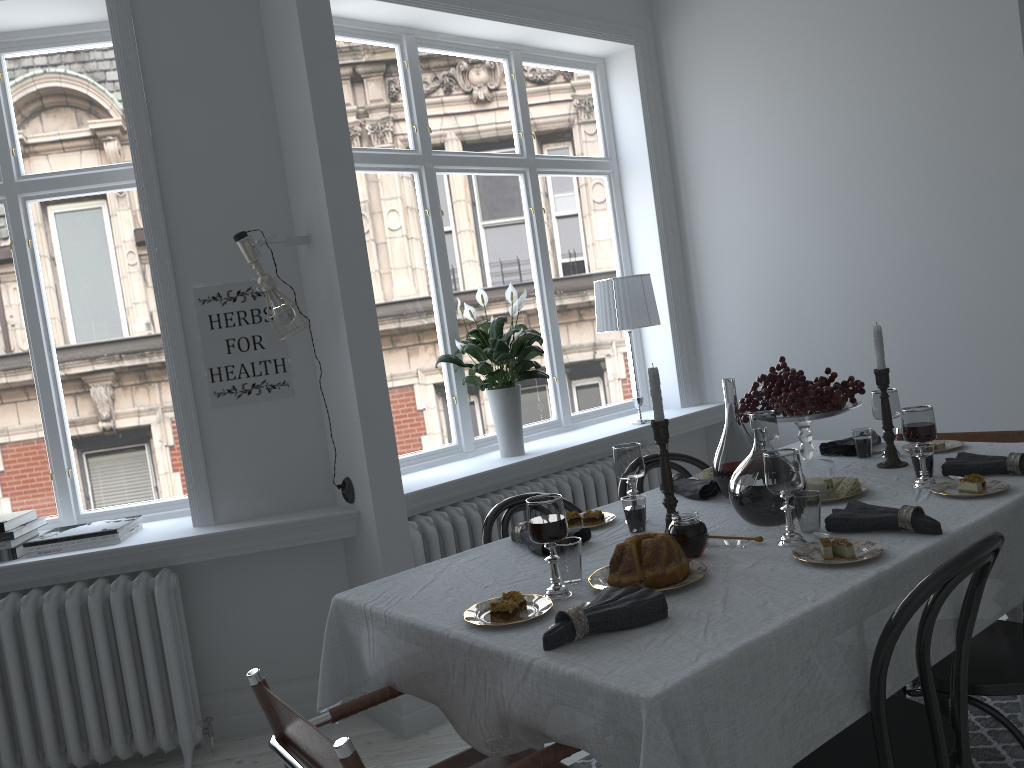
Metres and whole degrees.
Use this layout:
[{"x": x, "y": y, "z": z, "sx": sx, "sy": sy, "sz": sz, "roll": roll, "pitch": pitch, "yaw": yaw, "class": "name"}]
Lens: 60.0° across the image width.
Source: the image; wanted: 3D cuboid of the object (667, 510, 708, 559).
[{"x": 0.405, "y": 0.347, "z": 2.042, "sx": 0.091, "sy": 0.101, "sz": 0.091, "roll": -5, "pitch": 5, "yaw": 40, "class": "object"}]

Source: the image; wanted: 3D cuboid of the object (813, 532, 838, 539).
[{"x": 0.739, "y": 0.347, "z": 2.002, "sx": 0.031, "sy": 0.012, "sz": 0.131, "roll": -11, "pitch": 4, "yaw": -37, "class": "object"}]

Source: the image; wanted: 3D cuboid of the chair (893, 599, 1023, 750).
[{"x": 1.221, "y": 0.664, "z": 2.210, "sx": 0.564, "sy": 0.909, "sz": 0.463, "roll": -5, "pitch": 5, "yaw": 43, "class": "chair"}]

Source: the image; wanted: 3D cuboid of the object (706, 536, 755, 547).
[{"x": 0.494, "y": 0.376, "z": 2.112, "sx": 0.150, "sy": 0.009, "sz": 0.075, "roll": -6, "pitch": 4, "yaw": 30, "class": "object"}]

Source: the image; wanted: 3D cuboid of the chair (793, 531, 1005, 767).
[{"x": 0.764, "y": 0.749, "z": 1.879, "sx": 0.463, "sy": 0.909, "sz": 0.564, "roll": -11, "pitch": 5, "yaw": -41, "class": "chair"}]

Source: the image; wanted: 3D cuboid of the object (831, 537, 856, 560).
[{"x": 0.700, "y": 0.347, "z": 1.877, "sx": 0.021, "sy": 0.037, "sz": 0.057, "roll": -9, "pitch": 4, "yaw": -15, "class": "object"}]

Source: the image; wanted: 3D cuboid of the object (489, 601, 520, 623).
[{"x": -0.016, "y": 0.453, "z": 1.779, "sx": 0.057, "sy": 0.041, "sz": 0.038, "roll": -6, "pitch": 4, "yaw": 29, "class": "object"}]

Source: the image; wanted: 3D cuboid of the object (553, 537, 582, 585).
[{"x": 0.128, "y": 0.394, "z": 1.972, "sx": 0.066, "sy": 0.094, "sz": 0.066, "roll": -9, "pitch": 4, "yaw": -16, "class": "object"}]

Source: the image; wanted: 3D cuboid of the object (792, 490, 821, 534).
[{"x": 0.702, "y": 0.304, "z": 2.101, "sx": 0.066, "sy": 0.094, "sz": 0.066, "roll": -9, "pitch": 4, "yaw": -16, "class": "object"}]

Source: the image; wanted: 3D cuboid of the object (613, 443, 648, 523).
[{"x": 0.331, "y": 0.276, "z": 2.454, "sx": 0.083, "sy": 0.215, "sz": 0.083, "roll": -8, "pitch": 4, "yaw": 0, "class": "object"}]

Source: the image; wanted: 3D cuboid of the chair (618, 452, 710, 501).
[{"x": 0.679, "y": 0.696, "z": 2.932, "sx": 0.463, "sy": 0.909, "sz": 0.564, "roll": -10, "pitch": 4, "yaw": -26, "class": "chair"}]

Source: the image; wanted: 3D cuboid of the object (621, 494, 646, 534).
[{"x": 0.325, "y": 0.344, "z": 2.332, "sx": 0.066, "sy": 0.094, "sz": 0.066, "roll": -9, "pitch": 4, "yaw": -16, "class": "object"}]

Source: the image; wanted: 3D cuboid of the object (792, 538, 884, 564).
[{"x": 0.692, "y": 0.360, "z": 1.888, "sx": 0.182, "sy": 0.013, "sz": 0.182, "roll": -7, "pitch": 4, "yaw": 10, "class": "object"}]

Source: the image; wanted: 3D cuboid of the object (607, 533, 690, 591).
[{"x": 0.292, "y": 0.374, "z": 1.892, "sx": 0.164, "sy": 0.105, "sz": 0.191, "roll": -7, "pitch": 4, "yaw": 14, "class": "object"}]

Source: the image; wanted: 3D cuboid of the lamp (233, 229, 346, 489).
[{"x": -0.780, "y": -0.070, "z": 3.208, "sx": 0.312, "sy": 0.977, "sz": 0.131, "roll": -10, "pitch": 4, "yaw": -30, "class": "lamp"}]

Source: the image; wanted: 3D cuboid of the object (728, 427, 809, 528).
[{"x": 0.637, "y": 0.231, "z": 2.224, "sx": 0.194, "sy": 0.245, "sz": 0.194, "roll": -10, "pitch": 4, "yaw": -22, "class": "object"}]

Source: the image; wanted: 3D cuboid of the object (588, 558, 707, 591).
[{"x": 0.291, "y": 0.415, "z": 1.903, "sx": 0.251, "sy": 0.018, "sz": 0.251, "roll": -8, "pitch": 4, "yaw": -5, "class": "object"}]

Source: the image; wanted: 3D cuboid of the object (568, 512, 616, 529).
[{"x": 0.202, "y": 0.391, "z": 2.511, "sx": 0.182, "sy": 0.013, "sz": 0.182, "roll": -8, "pitch": 4, "yaw": -5, "class": "object"}]

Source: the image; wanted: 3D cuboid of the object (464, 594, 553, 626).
[{"x": -0.007, "y": 0.465, "z": 1.808, "sx": 0.182, "sy": 0.013, "sz": 0.182, "roll": -8, "pitch": 4, "yaw": -5, "class": "object"}]

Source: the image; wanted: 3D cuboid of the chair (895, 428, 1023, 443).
[{"x": 1.526, "y": 0.604, "z": 3.057, "sx": 0.546, "sy": 0.837, "sz": 0.593, "roll": -5, "pitch": 5, "yaw": 40, "class": "chair"}]

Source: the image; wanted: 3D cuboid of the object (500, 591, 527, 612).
[{"x": 0.002, "y": 0.449, "z": 1.832, "sx": 0.051, "sy": 0.039, "sz": 0.036, "roll": -6, "pitch": 4, "yaw": 35, "class": "object"}]

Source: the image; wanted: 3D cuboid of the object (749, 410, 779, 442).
[{"x": 0.785, "y": 0.194, "z": 2.735, "sx": 0.083, "sy": 0.215, "sz": 0.083, "roll": -9, "pitch": 4, "yaw": -10, "class": "object"}]

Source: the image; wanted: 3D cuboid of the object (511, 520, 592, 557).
[{"x": 0.060, "y": 0.401, "z": 2.315, "sx": 0.247, "sy": 0.061, "sz": 0.165, "roll": -6, "pitch": 4, "yaw": 34, "class": "object"}]

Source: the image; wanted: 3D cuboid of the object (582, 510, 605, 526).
[{"x": 0.229, "y": 0.374, "z": 2.494, "sx": 0.057, "sy": 0.041, "sz": 0.038, "roll": -5, "pitch": 4, "yaw": 37, "class": "object"}]

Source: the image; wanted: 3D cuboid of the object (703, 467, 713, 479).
[{"x": 0.666, "y": 0.289, "z": 2.904, "sx": 0.077, "sy": 0.039, "sz": 0.040, "roll": -11, "pitch": 4, "yaw": -35, "class": "object"}]

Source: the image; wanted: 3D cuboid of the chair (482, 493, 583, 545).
[{"x": 0.248, "y": 0.781, "z": 2.556, "sx": 0.463, "sy": 0.909, "sz": 0.564, "roll": -11, "pitch": 5, "yaw": -41, "class": "chair"}]

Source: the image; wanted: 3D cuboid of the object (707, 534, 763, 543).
[{"x": 0.510, "y": 0.361, "z": 2.102, "sx": 0.167, "sy": 0.031, "sz": 0.031, "roll": -6, "pitch": 4, "yaw": 30, "class": "object"}]

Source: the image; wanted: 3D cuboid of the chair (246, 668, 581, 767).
[{"x": -0.089, "y": 0.917, "z": 1.713, "sx": 0.593, "sy": 0.837, "sz": 0.546, "roll": -10, "pitch": 4, "yaw": -33, "class": "chair"}]

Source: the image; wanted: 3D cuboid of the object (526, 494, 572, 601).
[{"x": 0.082, "y": 0.347, "z": 1.879, "sx": 0.083, "sy": 0.215, "sz": 0.083, "roll": -8, "pitch": 4, "yaw": 0, "class": "object"}]

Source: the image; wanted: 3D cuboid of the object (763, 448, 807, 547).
[{"x": 0.628, "y": 0.260, "z": 2.027, "sx": 0.083, "sy": 0.215, "sz": 0.083, "roll": -8, "pitch": 4, "yaw": 0, "class": "object"}]

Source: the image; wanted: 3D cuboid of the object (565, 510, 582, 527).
[{"x": 0.168, "y": 0.382, "z": 2.523, "sx": 0.051, "sy": 0.039, "sz": 0.036, "roll": -10, "pitch": 4, "yaw": -28, "class": "object"}]

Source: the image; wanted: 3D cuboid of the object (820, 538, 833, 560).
[{"x": 0.671, "y": 0.350, "z": 1.892, "sx": 0.021, "sy": 0.037, "sz": 0.057, "roll": -7, "pitch": 4, "yaw": 13, "class": "object"}]

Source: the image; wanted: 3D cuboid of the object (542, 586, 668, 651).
[{"x": 0.182, "y": 0.426, "z": 1.637, "sx": 0.165, "sy": 0.061, "sz": 0.247, "roll": -6, "pitch": 4, "yaw": 34, "class": "object"}]

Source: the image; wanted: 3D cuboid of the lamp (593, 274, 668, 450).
[{"x": 0.659, "y": 0.110, "z": 4.616, "sx": 0.335, "sy": 1.331, "sz": 0.335, "roll": -9, "pitch": 4, "yaw": -17, "class": "lamp"}]

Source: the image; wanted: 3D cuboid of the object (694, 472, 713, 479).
[{"x": 0.686, "y": 0.299, "z": 2.890, "sx": 0.182, "sy": 0.013, "sz": 0.182, "roll": -8, "pitch": 4, "yaw": -5, "class": "object"}]

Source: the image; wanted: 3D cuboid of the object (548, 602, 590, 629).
[{"x": 0.115, "y": 0.453, "z": 1.732, "sx": 0.031, "sy": 0.012, "sz": 0.131, "roll": -5, "pitch": 4, "yaw": 38, "class": "object"}]

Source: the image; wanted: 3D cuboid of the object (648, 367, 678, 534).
[{"x": 0.379, "y": 0.172, "z": 2.215, "sx": 0.089, "sy": 0.432, "sz": 0.089, "roll": -7, "pitch": 4, "yaw": 18, "class": "object"}]

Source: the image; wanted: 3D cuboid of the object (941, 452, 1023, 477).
[{"x": 1.331, "y": 0.212, "z": 2.444, "sx": 0.247, "sy": 0.061, "sz": 0.165, "roll": -6, "pitch": 4, "yaw": 34, "class": "object"}]
